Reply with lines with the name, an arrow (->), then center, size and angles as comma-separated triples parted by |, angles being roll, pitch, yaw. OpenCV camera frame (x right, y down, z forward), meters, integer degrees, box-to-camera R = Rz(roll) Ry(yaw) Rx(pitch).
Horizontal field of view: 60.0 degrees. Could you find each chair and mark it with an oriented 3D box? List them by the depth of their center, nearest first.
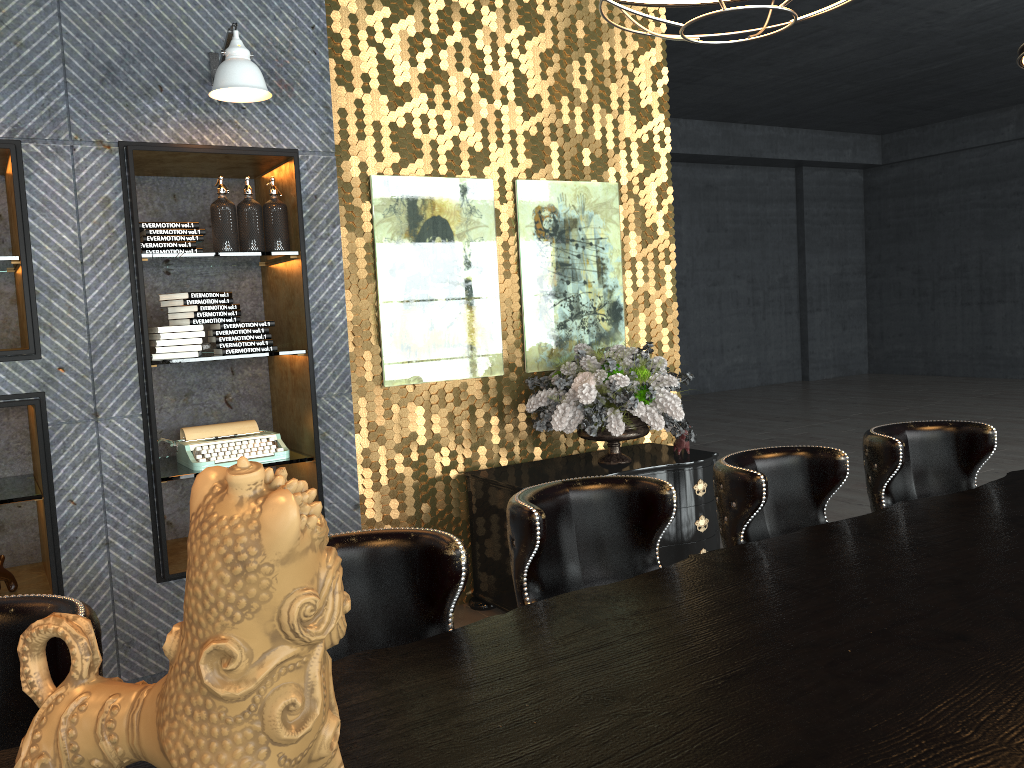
chair -> -0.928, 0.972, 1.505 | 0.504, 1.091, 0.568 | -5, 5, -23
chair -> -0.268, 0.903, 1.880 | 0.504, 1.091, 0.568 | -6, 5, -29
chair -> 0.288, 0.831, 2.368 | 0.504, 1.091, 0.568 | -6, 5, -29
chair -> 0.922, 0.767, 2.698 | 0.504, 1.091, 0.568 | -7, 6, -39
chair -> 1.532, 0.701, 3.074 | 0.504, 1.091, 0.568 | -5, 5, -22

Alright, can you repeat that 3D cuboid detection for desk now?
desk -> -0.281, 1.064, 1.095 | 7.598, 0.926, 1.434 | -6, 5, -31

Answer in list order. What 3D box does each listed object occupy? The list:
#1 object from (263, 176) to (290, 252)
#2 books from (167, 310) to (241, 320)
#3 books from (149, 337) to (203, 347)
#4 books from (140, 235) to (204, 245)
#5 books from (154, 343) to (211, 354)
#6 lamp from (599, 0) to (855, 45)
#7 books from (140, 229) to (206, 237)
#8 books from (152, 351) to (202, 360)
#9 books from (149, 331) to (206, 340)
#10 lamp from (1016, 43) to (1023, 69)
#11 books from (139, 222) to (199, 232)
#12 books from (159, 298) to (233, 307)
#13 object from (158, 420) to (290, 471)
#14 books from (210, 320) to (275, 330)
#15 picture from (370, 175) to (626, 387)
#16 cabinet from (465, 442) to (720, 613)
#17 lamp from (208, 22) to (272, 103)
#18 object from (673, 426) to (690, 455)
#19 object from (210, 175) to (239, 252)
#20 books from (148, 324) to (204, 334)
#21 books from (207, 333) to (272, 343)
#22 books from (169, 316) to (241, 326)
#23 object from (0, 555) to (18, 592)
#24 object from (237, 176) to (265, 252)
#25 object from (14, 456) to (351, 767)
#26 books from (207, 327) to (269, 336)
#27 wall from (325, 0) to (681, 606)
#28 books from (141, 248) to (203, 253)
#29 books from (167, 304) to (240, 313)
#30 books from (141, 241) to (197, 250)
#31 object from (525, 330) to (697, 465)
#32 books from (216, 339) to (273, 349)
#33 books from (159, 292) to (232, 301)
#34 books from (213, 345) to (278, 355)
object -> -1.075, -0.767, 4.031 | 0.109, 0.349, 0.109 | -1, 5, 29
books -> -1.362, -0.307, 3.930 | 0.193, 0.028, 0.246 | 0, 6, 35
books -> -1.478, -0.184, 3.888 | 0.193, 0.028, 0.245 | -6, 6, -29
books -> -1.495, -0.629, 3.881 | 0.245, 0.028, 0.193 | -6, 6, -29
books -> -1.434, -0.157, 3.876 | 0.193, 0.028, 0.246 | -4, 5, -10
lamp -> 0.307, -1.731, 1.372 | 0.621, 2.301, 0.622 | -2, 4, 14
books -> -1.493, -0.659, 3.893 | 0.245, 0.028, 0.193 | -6, 6, -31
books -> -1.476, -0.130, 3.911 | 0.193, 0.028, 0.245 | -5, 5, -16
books -> -1.475, -0.212, 3.878 | 0.194, 0.028, 0.245 | -7, 6, -36
lamp -> 1.551, -1.864, 2.124 | 0.621, 2.301, 0.622 | -2, 4, 14
books -> -1.513, -0.685, 3.880 | 0.245, 0.028, 0.193 | -6, 5, -28
books -> -1.403, -0.363, 3.946 | 0.193, 0.028, 0.246 | 1, 6, 39
object -> -1.363, 0.280, 4.120 | 0.535, 0.148, 0.484 | -6, 6, -32
books -> -1.240, -0.270, 4.075 | 0.245, 0.028, 0.193 | -6, 6, -32
picture -> -0.013, -0.590, 4.910 | 1.574, 1.072, 0.022 | -6, 5, -31
cabinet -> 0.489, 0.798, 4.856 | 1.386, 0.737, 0.710 | -6, 5, -31
lamp -> -1.116, -1.294, 3.621 | 0.244, 0.287, 0.490 | -4, 5, -15
object -> 0.949, 0.310, 4.988 | 0.082, 0.164, 0.173 | -4, 5, -6
object -> -1.273, -0.746, 3.913 | 0.109, 0.349, 0.109 | -2, 4, 14
books -> -1.476, -0.240, 3.875 | 0.193, 0.028, 0.245 | -6, 6, -33
books -> -1.249, -0.212, 4.060 | 0.245, 0.028, 0.193 | -6, 6, -29
books -> -1.382, -0.282, 3.987 | 0.193, 0.028, 0.246 | 1, 6, 42
object -> -2.081, 0.678, 3.529 | 0.116, 0.358, 0.198 | -3, 4, -1
object -> -1.174, -0.757, 3.973 | 0.109, 0.349, 0.109 | 1, 6, 44
object -> -0.421, 0.350, 1.111 | 0.475, 0.545, 0.249 | -1, 5, 22
books -> -1.257, -0.240, 4.066 | 0.245, 0.028, 0.193 | -5, 5, -25
wall -> -0.031, -0.982, 4.914 | 2.446, 4.379, 0.024 | -6, 5, -31
books -> -1.498, -0.573, 3.894 | 0.245, 0.028, 0.193 | -6, 5, -26
books -> -1.378, -0.338, 3.970 | 0.193, 0.028, 0.246 | -1, 6, 29
books -> -1.519, -0.598, 3.868 | 0.245, 0.028, 0.193 | -6, 5, -27
object -> 0.521, 0.095, 4.826 | 0.875, 0.662, 0.848 | -3, 5, 0
books -> -1.227, -0.185, 4.063 | 0.245, 0.028, 0.194 | -5, 5, -18
books -> -1.407, -0.391, 3.949 | 0.193, 0.028, 0.246 | 0, 6, 30
books -> -1.224, -0.157, 4.066 | 0.245, 0.028, 0.193 | -6, 6, -30
